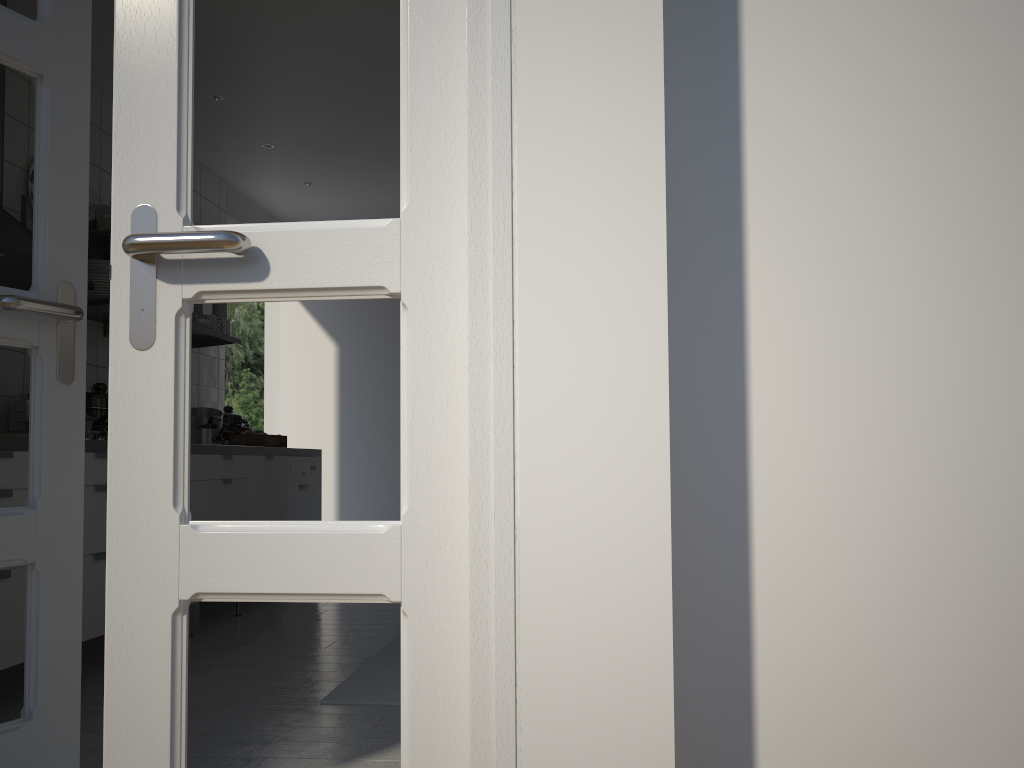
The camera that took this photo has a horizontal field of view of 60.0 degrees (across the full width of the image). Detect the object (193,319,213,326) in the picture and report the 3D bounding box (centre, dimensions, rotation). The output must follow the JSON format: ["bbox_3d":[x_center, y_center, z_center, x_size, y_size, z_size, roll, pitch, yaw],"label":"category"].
[{"bbox_3d":[-1.600,-0.307,4.564,0.083,0.047,0.079,-2,-5,18],"label":"object"}]

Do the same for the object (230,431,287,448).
[{"bbox_3d":[-1.441,0.317,5.050,0.211,0.100,0.301,-1,-5,8],"label":"object"}]

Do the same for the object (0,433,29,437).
[{"bbox_3d":[-1.662,0.157,2.708,0.220,0.012,0.331,-1,-5,6],"label":"object"}]

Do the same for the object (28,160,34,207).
[{"bbox_3d":[-2.012,-0.812,3.909,0.053,0.392,0.396,-1,-4,6],"label":"object"}]

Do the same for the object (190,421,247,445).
[{"bbox_3d":[-1.670,0.290,5.026,0.348,0.153,0.200,0,-4,-10],"label":"object"}]

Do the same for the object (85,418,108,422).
[{"bbox_3d":[-1.628,0.157,3.604,0.335,0.044,0.064,2,-5,-27],"label":"object"}]

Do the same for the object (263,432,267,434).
[{"bbox_3d":[-1.450,0.309,5.169,0.053,0.058,0.050,0,-4,-1],"label":"object"}]

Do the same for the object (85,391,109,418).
[{"bbox_3d":[-1.743,0.108,3.701,0.197,0.159,0.190,2,-5,-33],"label":"object"}]

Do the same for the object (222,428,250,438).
[{"bbox_3d":[-1.650,0.305,5.224,0.356,0.080,0.246,-2,-5,14],"label":"object"}]

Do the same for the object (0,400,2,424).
[{"bbox_3d":[-1.804,0.083,2.969,0.200,0.153,0.348,4,-6,-44],"label":"object"}]

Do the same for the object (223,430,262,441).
[{"bbox_3d":[-1.651,0.317,5.210,0.243,0.082,0.348,4,-7,-42],"label":"object"}]

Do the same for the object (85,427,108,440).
[{"bbox_3d":[-1.717,0.210,3.583,0.232,0.060,0.352,1,-5,-16],"label":"object"}]

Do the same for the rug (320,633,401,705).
[{"bbox_3d":[0.622,1.041,3.367,2.309,0.004,1.430,-1,-5,6],"label":"rug"}]

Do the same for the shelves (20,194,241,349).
[{"bbox_3d":[-1.841,-0.542,3.688,0.427,0.511,2.546,-1,-5,6],"label":"shelves"}]

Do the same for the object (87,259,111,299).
[{"bbox_3d":[-1.794,-0.429,3.898,0.301,0.194,0.307,-1,-4,10],"label":"object"}]

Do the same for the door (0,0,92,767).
[{"bbox_3d":[-1.064,-0.259,1.680,0.156,2.322,0.603,-2,-3,26],"label":"door"}]

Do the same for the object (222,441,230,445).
[{"bbox_3d":[-1.675,0.351,5.190,0.232,0.060,0.352,1,-5,-16],"label":"object"}]

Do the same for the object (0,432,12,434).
[{"bbox_3d":[-1.660,0.133,2.704,0.142,0.053,0.277,-2,-5,21],"label":"object"}]

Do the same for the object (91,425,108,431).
[{"bbox_3d":[-1.694,0.176,3.603,0.243,0.082,0.348,4,-7,-42],"label":"object"}]

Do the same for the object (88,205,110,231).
[{"bbox_3d":[-1.826,-0.700,3.941,0.121,0.170,0.121,-2,-4,26],"label":"object"}]

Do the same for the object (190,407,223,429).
[{"bbox_3d":[-1.718,0.204,4.941,0.203,0.168,0.372,1,-5,-17],"label":"object"}]

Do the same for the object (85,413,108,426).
[{"bbox_3d":[-1.692,0.164,3.617,0.356,0.080,0.246,-2,-5,14],"label":"object"}]

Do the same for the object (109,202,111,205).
[{"bbox_3d":[-1.847,-0.722,4.144,0.021,0.249,0.113,-1,-3,11],"label":"object"}]

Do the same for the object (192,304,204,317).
[{"bbox_3d":[-1.734,-0.400,4.831,0.108,0.100,0.083,1,-4,-25],"label":"object"}]

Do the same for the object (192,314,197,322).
[{"bbox_3d":[-1.690,-0.315,4.674,0.083,0.100,0.108,-4,-5,40],"label":"object"}]

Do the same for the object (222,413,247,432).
[{"bbox_3d":[-1.701,0.249,5.308,0.197,0.159,0.190,2,-5,-33],"label":"object"}]

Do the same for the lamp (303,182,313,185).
[{"bbox_3d":[-1.330,-1.318,5.772,0.064,0.030,0.064,0,-5,-2],"label":"lamp"}]

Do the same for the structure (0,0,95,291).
[{"bbox_3d":[-1.871,-0.960,3.220,0.472,1.090,0.870,-1,-4,6],"label":"structure"}]

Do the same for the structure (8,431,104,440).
[{"bbox_3d":[-1.763,0.189,3.154,0.490,0.029,0.468,-1,-5,6],"label":"structure"}]

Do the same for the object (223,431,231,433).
[{"bbox_3d":[-1.586,0.298,5.211,0.335,0.044,0.064,2,-5,-27],"label":"object"}]

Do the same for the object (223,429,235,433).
[{"bbox_3d":[-1.595,0.292,5.224,0.334,0.060,0.059,3,-5,-36],"label":"object"}]

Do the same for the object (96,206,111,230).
[{"bbox_3d":[-1.735,-0.690,3.832,0.121,0.130,0.121,0,-4,-8],"label":"object"}]

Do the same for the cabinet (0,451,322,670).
[{"bbox_3d":[-1.675,0.714,3.966,0.662,0.793,3.246,-1,-5,6],"label":"cabinet"}]

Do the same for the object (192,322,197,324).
[{"bbox_3d":[-1.640,-0.297,4.433,0.121,0.021,0.121,-1,-5,3],"label":"object"}]

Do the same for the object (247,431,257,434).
[{"bbox_3d":[-1.403,0.312,4.980,0.030,0.093,0.217,-2,-5,32],"label":"object"}]

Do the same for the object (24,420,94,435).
[{"bbox_3d":[-1.667,0.151,3.236,0.232,0.060,0.352,1,-5,-16],"label":"object"}]

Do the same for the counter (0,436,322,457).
[{"bbox_3d":[-1.684,0.297,3.987,0.650,0.045,3.247,-1,-5,6],"label":"counter"}]

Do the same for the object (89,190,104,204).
[{"bbox_3d":[-1.885,-0.729,4.224,0.198,0.278,0.379,0,-4,-12],"label":"object"}]

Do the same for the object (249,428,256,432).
[{"bbox_3d":[-1.610,0.340,5.495,0.069,0.135,0.069,0,-3,-14],"label":"object"}]

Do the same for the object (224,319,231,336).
[{"bbox_3d":[-1.583,-0.298,4.869,0.083,0.100,0.109,0,-4,-5],"label":"object"}]

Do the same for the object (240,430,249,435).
[{"bbox_3d":[-1.505,0.310,4.972,0.084,0.099,0.118,0,-4,0],"label":"object"}]

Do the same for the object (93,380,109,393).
[{"bbox_3d":[-1.783,0.125,3.878,0.061,0.282,0.124,-1,-3,11],"label":"object"}]

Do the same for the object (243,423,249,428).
[{"bbox_3d":[-1.673,0.319,5.538,0.058,0.184,0.058,-2,-4,34],"label":"object"}]

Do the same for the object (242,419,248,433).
[{"bbox_3d":[-1.661,0.308,5.456,0.058,0.192,0.081,0,-3,-5],"label":"object"}]

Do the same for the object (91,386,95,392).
[{"bbox_3d":[-1.972,0.150,4.215,0.047,0.293,0.158,-1,-3,6],"label":"object"}]

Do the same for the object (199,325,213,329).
[{"bbox_3d":[-1.602,-0.286,4.564,0.121,0.021,0.121,-1,-5,10],"label":"object"}]

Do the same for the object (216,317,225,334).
[{"bbox_3d":[-1.592,-0.305,4.786,0.083,0.100,0.109,0,-4,-5],"label":"object"}]

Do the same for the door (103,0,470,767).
[{"bbox_3d":[-0.313,-0.296,1.317,0.602,2.322,0.157,-1,-3,6],"label":"door"}]

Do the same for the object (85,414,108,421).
[{"bbox_3d":[-1.637,0.151,3.618,0.334,0.060,0.059,3,-5,-36],"label":"object"}]

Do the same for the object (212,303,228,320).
[{"bbox_3d":[-1.585,-0.401,4.840,0.083,0.100,0.108,-4,-5,40],"label":"object"}]

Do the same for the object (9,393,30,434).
[{"bbox_3d":[-1.957,0.138,3.558,0.081,0.201,0.101,0,-3,-4],"label":"object"}]

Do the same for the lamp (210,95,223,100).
[{"bbox_3d":[-1.472,-1.436,4.413,0.064,0.030,0.064,0,-5,-2],"label":"lamp"}]

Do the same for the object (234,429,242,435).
[{"bbox_3d":[-1.531,0.313,5.069,0.048,0.106,0.266,-1,-5,3],"label":"object"}]

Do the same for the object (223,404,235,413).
[{"bbox_3d":[-1.741,0.266,5.485,0.061,0.282,0.124,-1,-3,11],"label":"object"}]

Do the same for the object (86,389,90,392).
[{"bbox_3d":[-1.966,0.144,3.920,0.067,0.260,0.322,-1,-4,6],"label":"object"}]

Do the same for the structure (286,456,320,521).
[{"bbox_3d":[-1.472,0.825,5.224,0.508,0.789,0.575,-1,-4,6],"label":"structure"}]

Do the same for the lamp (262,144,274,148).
[{"bbox_3d":[-1.401,-1.377,5.092,0.064,0.030,0.064,0,-5,-2],"label":"lamp"}]

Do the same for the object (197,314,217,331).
[{"bbox_3d":[-1.618,-0.314,4.686,0.108,0.100,0.083,1,-4,-25],"label":"object"}]

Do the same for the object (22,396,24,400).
[{"bbox_3d":[-1.994,0.149,3.669,0.081,0.201,0.101,-2,-4,26],"label":"object"}]

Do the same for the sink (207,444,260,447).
[{"bbox_3d":[-1.611,0.367,4.447,0.487,0.111,0.767,-1,-5,6],"label":"sink"}]
